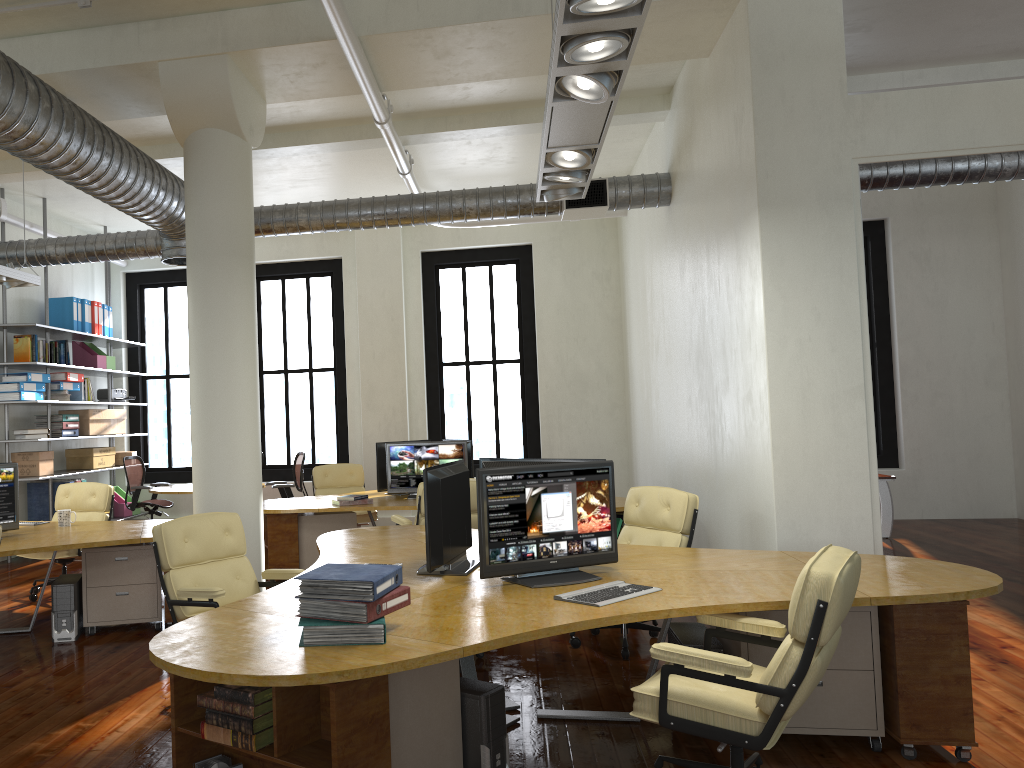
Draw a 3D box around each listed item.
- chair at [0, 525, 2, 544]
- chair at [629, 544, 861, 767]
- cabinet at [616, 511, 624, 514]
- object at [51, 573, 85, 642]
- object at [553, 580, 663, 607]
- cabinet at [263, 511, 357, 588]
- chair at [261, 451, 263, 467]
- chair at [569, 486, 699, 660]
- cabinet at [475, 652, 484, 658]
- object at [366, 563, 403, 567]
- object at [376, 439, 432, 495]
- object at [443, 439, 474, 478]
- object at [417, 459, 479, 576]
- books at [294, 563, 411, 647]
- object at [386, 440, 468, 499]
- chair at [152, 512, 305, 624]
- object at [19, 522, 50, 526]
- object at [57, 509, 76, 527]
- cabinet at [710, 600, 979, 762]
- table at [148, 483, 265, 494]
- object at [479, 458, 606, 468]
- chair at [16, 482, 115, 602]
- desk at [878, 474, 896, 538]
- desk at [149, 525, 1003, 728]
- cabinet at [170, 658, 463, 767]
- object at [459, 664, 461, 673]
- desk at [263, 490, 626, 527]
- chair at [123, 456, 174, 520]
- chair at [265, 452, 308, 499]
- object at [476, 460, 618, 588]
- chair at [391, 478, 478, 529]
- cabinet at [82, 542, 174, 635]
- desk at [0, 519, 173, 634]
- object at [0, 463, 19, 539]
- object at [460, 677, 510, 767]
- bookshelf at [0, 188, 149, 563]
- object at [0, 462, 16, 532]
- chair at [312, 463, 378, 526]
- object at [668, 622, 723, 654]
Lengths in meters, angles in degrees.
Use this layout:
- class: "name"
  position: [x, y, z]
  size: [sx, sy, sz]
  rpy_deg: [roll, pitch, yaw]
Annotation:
- class: "chair"
  position: [-3.472, 1.324, 5.198]
  size: [0.828, 1.021, 0.675]
  rpy_deg: [-3, -2, 16]
- class: "chair"
  position: [0.875, 1.113, 3.340]
  size: [0.852, 1.021, 0.652]
  rpy_deg: [-4, -3, 31]
- class: "cabinet"
  position: [0.487, 1.439, 7.967]
  size: [0.979, 0.709, 0.798]
  rpy_deg: [-4, -3, 41]
- class: "object"
  position: [-3.338, 1.675, 6.675]
  size: [0.172, 0.411, 0.501]
  rpy_deg: [-2, -2, -18]
- class: "object"
  position: [0.422, 0.909, 3.863]
  size: [0.429, 0.016, 0.252]
  rpy_deg: [0, -3, -44]
- class: "cabinet"
  position: [-2.027, 1.550, 8.700]
  size: [0.842, 0.709, 0.935]
  rpy_deg: [-1, -2, -20]
- class: "chair"
  position: [-3.725, 1.503, 12.237]
  size: [0.767, 1.158, 0.718]
  rpy_deg: [-3, -2, 14]
- class: "chair"
  position: [0.748, 1.201, 5.834]
  size: [0.728, 1.021, 0.767]
  rpy_deg: [-1, -2, -25]
- class: "cabinet"
  position: [-0.677, 1.410, 5.907]
  size: [0.826, 0.709, 0.951]
  rpy_deg: [-1, -2, -25]
- class: "object"
  position: [-0.761, 0.975, 4.612]
  size: [0.245, 0.016, 0.443]
  rpy_deg: [-3, -2, 18]
- class: "object"
  position: [-1.135, 0.879, 9.384]
  size: [0.729, 0.552, 0.320]
  rpy_deg: [0, -3, -44]
- class: "object"
  position: [-0.559, 0.855, 9.251]
  size: [0.274, 0.552, 0.856]
  rpy_deg: [-1, -2, -23]
- class: "object"
  position: [-0.347, 0.694, 4.679]
  size: [0.307, 0.552, 0.764]
  rpy_deg: [-3, -2, 12]
- class: "books"
  position: [-0.635, 0.823, 3.337]
  size: [0.441, 0.227, 0.431]
  rpy_deg: [-3, -2, 17]
- class: "object"
  position: [-0.842, 0.849, 8.793]
  size: [0.822, 0.552, 0.285]
  rpy_deg: [-2, -2, 5]
- class: "chair"
  position: [-1.545, 1.250, 4.960]
  size: [0.857, 1.021, 0.648]
  rpy_deg: [-4, -3, 36]
- class: "object"
  position: [-4.235, 1.194, 7.611]
  size: [0.499, 0.016, 0.218]
  rpy_deg: [-2, -2, 14]
- class: "object"
  position: [-3.703, 1.112, 7.368]
  size: [0.129, 0.131, 0.119]
  rpy_deg: [0, -3, -44]
- class: "cabinet"
  position: [1.491, 1.280, 4.242]
  size: [0.916, 0.709, 0.860]
  rpy_deg: [-2, -2, 6]
- class: "table"
  position: [-3.879, 1.683, 11.326]
  size: [1.621, 0.745, 1.346]
  rpy_deg: [-3, -2, 32]
- class: "object"
  position: [0.164, 0.682, 4.838]
  size: [0.889, 0.552, 0.263]
  rpy_deg: [-4, -3, 41]
- class: "chair"
  position: [-4.174, 1.452, 8.293]
  size: [0.760, 1.021, 0.735]
  rpy_deg: [-3, -2, 15]
- class: "desk"
  position: [3.501, 1.439, 10.846]
  size: [1.658, 0.695, 1.563]
  rpy_deg: [-2, -2, 6]
- class: "desk"
  position: [-0.166, 1.340, 4.913]
  size: [3.635, 0.734, 3.740]
  rpy_deg: [-1, -2, -24]
- class: "cabinet"
  position: [-0.720, 1.330, 3.483]
  size: [0.972, 0.709, 0.804]
  rpy_deg: [-4, -3, 36]
- class: "object"
  position: [-0.526, 1.534, 5.343]
  size: [0.449, 0.411, 0.192]
  rpy_deg: [-1, -2, -21]
- class: "desk"
  position: [-0.659, 1.508, 9.391]
  size: [4.078, 0.734, 3.340]
  rpy_deg: [-2, -2, 12]
- class: "chair"
  position: [-4.703, 1.515, 11.606]
  size: [0.793, 1.158, 0.695]
  rpy_deg: [-3, -2, 10]
- class: "chair"
  position: [-6.002, 1.499, 9.798]
  size: [7.380, 1.158, 1.010]
  rpy_deg: [-1, -2, -23]
- class: "object"
  position: [0.185, 0.662, 4.255]
  size: [0.746, 0.552, 0.314]
  rpy_deg: [-1, -3, -27]
- class: "chair"
  position: [-0.630, 1.311, 7.682]
  size: [0.668, 1.021, 0.835]
  rpy_deg: [-1, -2, -25]
- class: "cabinet"
  position: [-2.897, 1.522, 6.985]
  size: [0.849, 0.709, 0.928]
  rpy_deg: [-1, -2, -17]
- class: "desk"
  position: [-4.569, 1.562, 7.028]
  size: [3.856, 0.734, 3.506]
  rpy_deg: [-4, -3, 44]
- class: "object"
  position: [-3.996, 0.881, 6.520]
  size: [0.320, 0.552, 0.731]
  rpy_deg: [-4, -3, 34]
- class: "object"
  position: [-0.264, 1.473, 3.769]
  size: [0.527, 0.411, 0.163]
  rpy_deg: [-4, -3, 36]
- class: "bookshelf"
  position: [-5.827, 0.002, 11.862]
  size: [0.669, 4.604, 3.524]
  rpy_deg: [-2, -2, 0]
- class: "object"
  position: [-4.269, 0.909, 7.088]
  size: [0.860, 0.552, 0.272]
  rpy_deg: [-3, -2, 19]
- class: "chair"
  position: [-1.921, 1.440, 10.213]
  size: [0.678, 1.021, 0.825]
  rpy_deg: [-1, -2, -20]
- class: "object"
  position: [0.918, 1.455, 4.447]
  size: [0.184, 0.411, 0.469]
  rpy_deg: [-2, -2, 1]
